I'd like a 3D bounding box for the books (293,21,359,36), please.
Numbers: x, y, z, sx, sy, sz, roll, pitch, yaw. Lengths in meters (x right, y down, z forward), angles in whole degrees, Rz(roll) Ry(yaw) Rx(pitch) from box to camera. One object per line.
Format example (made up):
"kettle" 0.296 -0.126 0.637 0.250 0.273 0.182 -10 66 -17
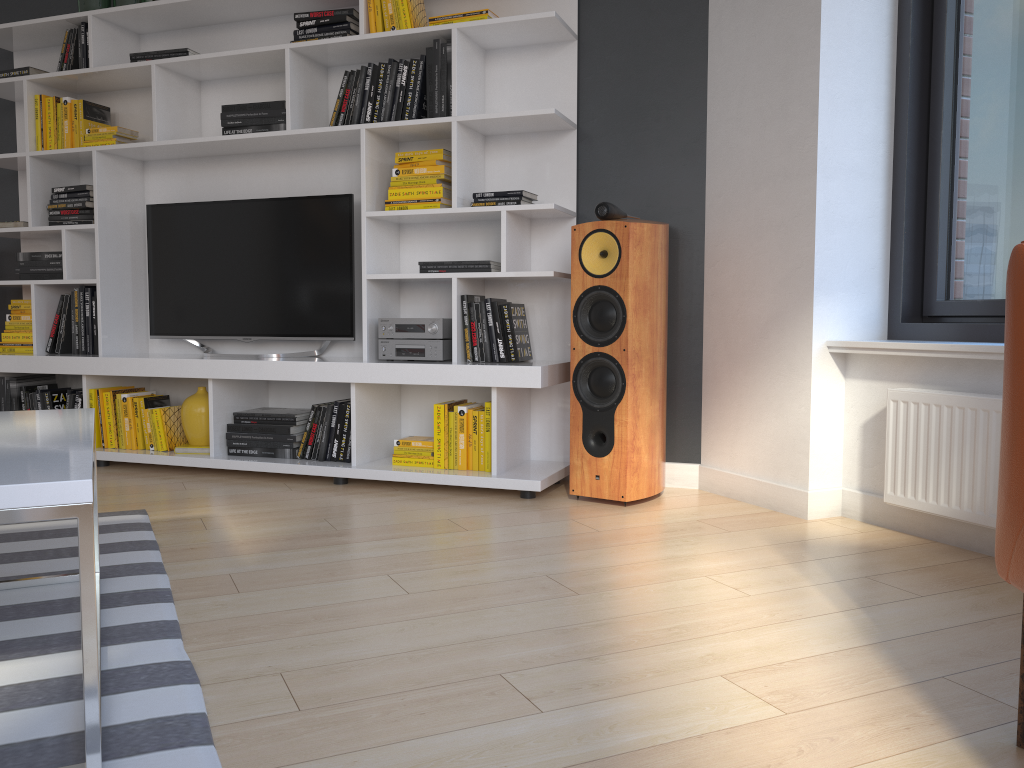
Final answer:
"books" -0.748 -1.478 3.773 0.284 0.030 0.214 2 5 23

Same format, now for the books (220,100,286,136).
"books" -1.058 -1.139 3.902 0.343 0.137 0.277 1 4 15

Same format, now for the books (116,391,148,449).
"books" -1.738 0.164 4.091 0.041 0.252 0.180 2 4 20

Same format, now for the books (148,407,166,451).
"books" -1.586 0.202 4.026 0.046 0.187 0.134 2 4 20

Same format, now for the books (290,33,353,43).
"books" -0.758 -1.426 3.756 0.284 0.030 0.214 2 5 23

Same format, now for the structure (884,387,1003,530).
"structure" 1.508 0.290 2.100 0.110 0.460 1.474 -2 5 -25

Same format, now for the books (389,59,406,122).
"books" -0.431 -1.176 3.636 0.075 0.254 0.192 2 4 19

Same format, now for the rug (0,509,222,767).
"rug" -1.522 0.539 1.696 1.662 0.016 2.326 -2 5 -25

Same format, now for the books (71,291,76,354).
"books" -2.046 -0.295 4.302 0.028 0.301 0.213 2 4 20

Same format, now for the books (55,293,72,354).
"books" -2.108 -0.293 4.323 0.100 0.289 0.210 2 4 19

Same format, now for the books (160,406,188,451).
"books" -1.518 0.199 4.014 0.046 0.193 0.149 2 4 21

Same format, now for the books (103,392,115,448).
"books" -1.799 0.158 4.128 0.066 0.258 0.198 2 4 20

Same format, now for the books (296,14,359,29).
"books" -0.754 -1.504 3.745 0.246 0.026 0.180 2 5 22

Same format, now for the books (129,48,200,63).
"books" -1.530 -1.456 4.030 0.310 0.047 0.250 1 4 15

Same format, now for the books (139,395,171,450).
"books" -1.626 0.174 4.071 0.056 0.235 0.172 2 4 19

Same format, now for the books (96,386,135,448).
"books" -1.835 0.151 4.134 0.048 0.271 0.213 2 4 20

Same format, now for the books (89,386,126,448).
"books" -1.878 0.152 4.128 0.029 0.270 0.204 2 4 20

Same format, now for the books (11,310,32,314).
"books" -2.367 -0.360 4.445 0.238 0.023 0.167 3 5 36

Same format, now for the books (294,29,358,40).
"books" -0.758 -1.451 3.758 0.264 0.020 0.189 1 4 18

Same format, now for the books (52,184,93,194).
"books" -2.044 -0.923 4.249 0.246 0.026 0.180 2 5 27

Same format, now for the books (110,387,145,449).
"books" -1.771 0.156 4.116 0.038 0.267 0.202 2 4 20

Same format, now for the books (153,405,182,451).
"books" -1.543 0.200 4.014 0.067 0.193 0.148 2 4 21

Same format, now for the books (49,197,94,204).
"books" -2.047 -0.870 4.262 0.264 0.020 0.189 2 5 23

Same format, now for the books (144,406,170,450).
"books" -1.603 0.200 4.040 0.056 0.188 0.138 2 4 20

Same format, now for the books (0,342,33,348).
"books" -2.379 -0.199 4.443 0.269 0.025 0.213 2 5 23

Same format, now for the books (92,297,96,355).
"books" -1.926 -0.281 4.261 0.028 0.272 0.200 2 4 20

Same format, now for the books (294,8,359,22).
"books" -0.753 -1.532 3.755 0.266 0.030 0.209 1 4 13

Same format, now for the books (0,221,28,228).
"books" -2.401 -0.773 4.387 0.209 0.030 0.266 1 4 13

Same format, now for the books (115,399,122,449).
"books" -1.760 0.177 4.095 0.042 0.230 0.156 1 4 18

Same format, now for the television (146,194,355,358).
"television" -1.196 -0.478 4.020 1.102 0.704 0.207 2 4 20

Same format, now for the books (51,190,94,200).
"books" -2.035 -0.897 4.277 0.284 0.030 0.214 2 5 28

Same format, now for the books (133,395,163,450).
"books" -1.659 0.174 4.074 0.043 0.235 0.171 1 4 18

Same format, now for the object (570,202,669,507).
"object" 0.433 -0.117 3.342 0.290 1.088 0.434 3 5 35

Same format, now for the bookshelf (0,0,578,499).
"bookshelf" -1.226 -0.644 3.902 3.000 2.052 0.455 2 4 20

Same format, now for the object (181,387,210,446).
"object" -1.386 0.141 3.972 0.185 0.257 0.185 0 4 -2

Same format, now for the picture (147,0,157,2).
"picture" -1.134 -2.029 3.989 1.279 0.707 0.076 2 4 20

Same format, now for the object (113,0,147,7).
"object" -1.781 -1.944 4.122 0.157 0.507 0.157 3 5 33

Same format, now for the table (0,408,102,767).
"table" -1.312 0.330 1.520 1.091 0.435 1.091 -2 5 -25

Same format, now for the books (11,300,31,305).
"books" -2.362 -0.410 4.461 0.234 0.024 0.171 2 5 24

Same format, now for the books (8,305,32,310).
"books" -2.361 -0.384 4.437 0.234 0.024 0.171 2 5 24

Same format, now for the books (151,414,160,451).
"books" -1.572 0.213 4.009 0.049 0.169 0.113 2 4 19

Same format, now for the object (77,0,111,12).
"object" -1.947 -1.944 4.122 0.157 0.507 0.157 3 5 33

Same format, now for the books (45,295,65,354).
"books" -2.151 -0.293 4.358 0.142 0.284 0.232 2 4 20

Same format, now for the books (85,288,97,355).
"books" -1.955 -0.302 4.277 0.034 0.315 0.239 2 4 20

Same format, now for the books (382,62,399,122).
"books" -0.461 -1.168 3.620 0.069 0.242 0.172 2 4 21

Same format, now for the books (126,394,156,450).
"books" -1.688 0.172 4.063 0.043 0.240 0.169 2 4 19

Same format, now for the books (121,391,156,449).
"books" -1.711 0.164 4.092 0.055 0.252 0.185 2 4 19

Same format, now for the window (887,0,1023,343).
"window" 1.797 -1.288 2.153 0.170 2.402 1.960 -2 5 -25

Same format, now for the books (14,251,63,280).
"books" -2.213 -0.573 4.367 0.343 0.137 0.277 2 4 20

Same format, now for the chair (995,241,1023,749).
"chair" 1.128 0.173 0.939 0.843 0.858 0.896 1 4 7

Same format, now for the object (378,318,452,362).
"object" -0.368 -0.186 3.674 0.285 0.174 0.270 2 4 20

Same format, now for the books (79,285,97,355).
"books" -1.983 -0.308 4.287 0.026 0.326 0.237 2 4 20

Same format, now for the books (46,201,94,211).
"books" -2.047 -0.845 4.260 0.284 0.030 0.214 2 5 28

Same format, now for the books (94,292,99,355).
"books" -1.887 -0.291 4.248 0.051 0.297 0.230 2 4 20

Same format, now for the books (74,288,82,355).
"books" -2.015 -0.303 4.296 0.034 0.314 0.237 2 4 20
